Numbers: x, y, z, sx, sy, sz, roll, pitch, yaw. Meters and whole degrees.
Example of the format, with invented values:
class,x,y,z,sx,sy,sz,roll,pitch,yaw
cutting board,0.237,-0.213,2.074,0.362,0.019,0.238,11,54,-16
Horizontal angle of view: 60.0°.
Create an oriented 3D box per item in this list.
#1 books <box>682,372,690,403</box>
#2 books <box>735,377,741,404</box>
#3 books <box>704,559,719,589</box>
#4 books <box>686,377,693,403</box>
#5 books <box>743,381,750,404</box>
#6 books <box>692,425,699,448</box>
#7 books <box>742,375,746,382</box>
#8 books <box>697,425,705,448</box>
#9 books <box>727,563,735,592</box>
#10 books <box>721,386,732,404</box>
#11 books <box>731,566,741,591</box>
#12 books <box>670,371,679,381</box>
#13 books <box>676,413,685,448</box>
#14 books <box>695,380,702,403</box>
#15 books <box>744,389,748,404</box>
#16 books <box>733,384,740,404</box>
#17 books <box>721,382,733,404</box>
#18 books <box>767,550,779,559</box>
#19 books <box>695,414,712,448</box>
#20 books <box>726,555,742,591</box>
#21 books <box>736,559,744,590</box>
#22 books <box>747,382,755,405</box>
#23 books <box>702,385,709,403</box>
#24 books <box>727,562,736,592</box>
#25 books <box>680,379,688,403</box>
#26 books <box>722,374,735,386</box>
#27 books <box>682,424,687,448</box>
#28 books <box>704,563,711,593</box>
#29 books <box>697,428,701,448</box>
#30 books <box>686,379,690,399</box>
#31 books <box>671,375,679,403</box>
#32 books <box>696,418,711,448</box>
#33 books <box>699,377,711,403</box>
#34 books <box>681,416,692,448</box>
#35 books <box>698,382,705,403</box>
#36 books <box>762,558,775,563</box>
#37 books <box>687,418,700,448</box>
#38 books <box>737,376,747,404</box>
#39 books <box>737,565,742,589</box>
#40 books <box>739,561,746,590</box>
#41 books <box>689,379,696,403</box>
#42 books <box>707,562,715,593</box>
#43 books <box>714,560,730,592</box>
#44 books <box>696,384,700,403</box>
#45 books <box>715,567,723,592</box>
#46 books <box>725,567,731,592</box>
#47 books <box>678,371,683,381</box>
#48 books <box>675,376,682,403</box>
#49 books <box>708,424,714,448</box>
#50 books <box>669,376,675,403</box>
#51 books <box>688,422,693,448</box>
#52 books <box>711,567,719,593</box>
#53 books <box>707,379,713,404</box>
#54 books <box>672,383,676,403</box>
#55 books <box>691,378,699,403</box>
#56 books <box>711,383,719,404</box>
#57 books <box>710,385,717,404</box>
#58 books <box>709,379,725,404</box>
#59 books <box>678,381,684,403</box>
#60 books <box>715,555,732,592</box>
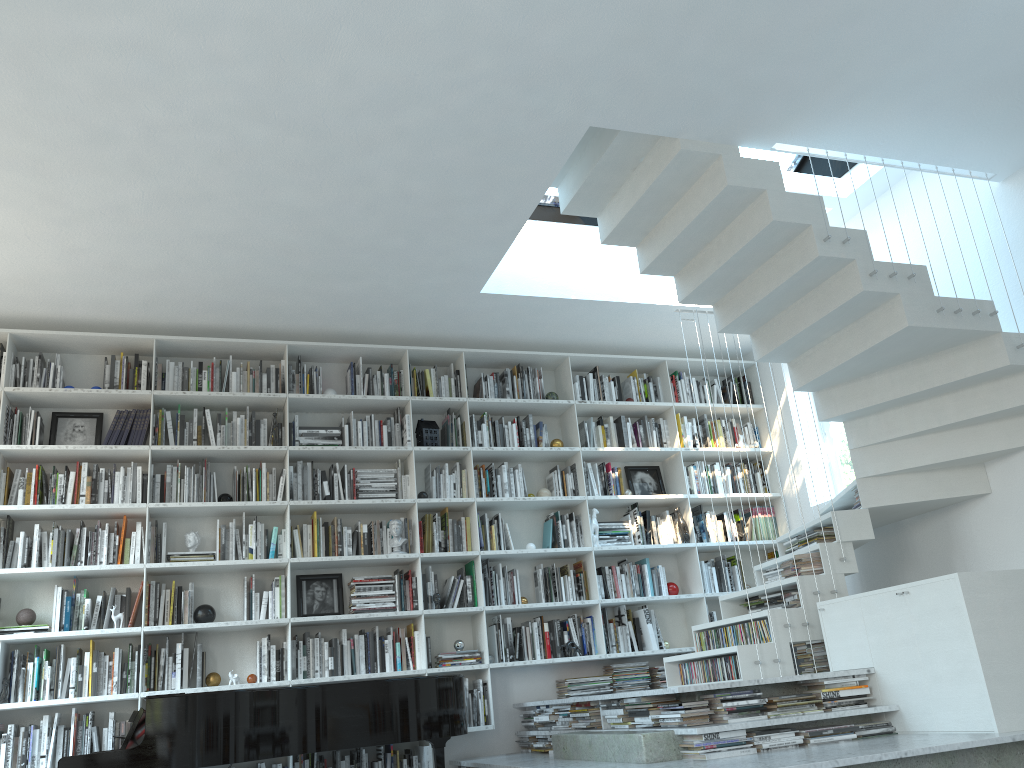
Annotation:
class,x,y,z,sx,sy,sz,roll,pitch,yaw
books,1.384,0.080,7.227,0.012,0.305,0.185,1,-21,-20
books,1.860,0.106,7.410,0.012,0.291,0.140,1,-21,-20
books,1.513,1.480,6.753,0.024,0.266,0.133,1,-21,-20
books,1.413,0.099,7.242,0.027,0.274,0.149,1,-21,-20
books,1.925,0.124,7.412,0.014,0.247,0.185,1,-21,-20
books,1.408,0.446,7.000,0.024,0.193,0.190,1,-21,-20
books,1.953,0.098,7.453,0.014,0.317,0.144,1,-21,-20
books,1.481,0.448,7.052,0.025,0.211,0.135,1,-21,-20
books,1.637,1.497,6.780,0.014,0.229,0.173,1,-21,-20
books,1.747,0.140,7.328,0.024,0.192,0.187,1,-21,-20
books,1.684,1.506,6.780,0.021,0.204,0.175,1,-21,-20
books,1.334,0.071,7.227,0.014,0.330,0.143,1,-21,-20
books,1.294,0.397,6.980,0.010,0.293,0.183,1,-21,-20
books,1.497,0.115,7.272,0.027,0.249,0.155,1,-21,-20
books,1.906,0.152,7.390,0.036,0.182,0.162,1,-21,-20
books,1.828,0.131,7.358,0.012,0.215,0.193,1,-21,-20
books,1.782,0.122,7.367,0.068,0.246,0.161,1,-21,-20
books,2.079,1.477,6.970,0.013,0.314,0.130,1,-21,-20
books,1.525,0.404,7.069,0.022,0.295,0.152,1,-21,-20
books,1.692,1.472,6.806,0.011,0.283,0.161,1,-21,-20
books,1.722,1.491,6.822,0.012,0.253,0.161,1,-21,-20
books,1.948,0.125,7.406,0.025,0.236,0.188,1,-21,-20
books,1.562,0.134,7.282,0.026,0.207,0.163,1,-21,-20
books,1.650,1.498,6.803,0.027,0.241,0.132,1,-21,-20
books,1.360,0.108,7.206,0.023,0.243,0.183,1,-21,-20
books,1.828,0.094,7.398,0.014,0.312,0.162,1,-21,-20
books,1.314,0.439,6.972,0.024,0.204,0.166,1,-21,-20
books,1.443,1.487,6.708,0.037,0.235,0.153,1,-21,-20
books,1.441,0.465,7.069,0.038,0.198,0.171,1,-21,-20
books,1.395,0.105,7.231,0.014,0.259,0.168,1,-21,-20
books,1.296,0.087,7.193,0.013,0.285,0.151,1,-21,-20
books,1.508,0.422,7.050,0.023,0.252,0.190,1,-21,-20
books,1.582,0.101,7.310,0.012,0.284,0.160,1,-21,-20
books,1.337,0.410,6.982,0.026,0.262,0.190,1,-21,-20
books,1.525,0.119,7.271,0.025,0.236,0.144,1,-21,-20
books,2.028,1.500,6.931,0.012,0.253,0.161,1,-21,-20
books,1.422,0.419,7.033,0.023,0.262,0.159,1,-21,-20
books,1.882,0.098,7.387,0.014,0.285,0.190,1,-21,-20
books,1.703,1.497,6.809,0.014,0.236,0.146,1,-21,-20
books,1.736,1.497,6.821,0.013,0.239,0.167,1,-21,-20
books,1.438,0.106,7.244,0.022,0.258,0.164,1,-21,-20
books,1.470,1.485,6.720,0.022,0.241,0.152,1,-21,-20
books,1.573,1.479,6.738,0.027,0.247,0.185,1,-21,-20
books,1.483,0.117,7.254,0.011,0.236,0.149,1,-21,-20
books,1.542,1.506,6.746,0.025,0.207,0.149,1,-21,-20
books,1.605,1.512,6.769,0.027,0.200,0.164,1,-21,-20
books,1.367,0.076,7.240,0.012,0.325,0.152,1,-21,-20
books,1.313,0.091,7.183,0.012,0.268,0.185,1,-21,-20
books,1.545,0.448,7.063,0.014,0.205,0.184,1,-21,-20
books,1.255,0.092,7.180,0.022,0.274,0.160,1,-21,-20
books,1.371,0.433,6.998,0.049,0.223,0.162,1,-21,-20
books,1.498,1.503,6.717,0.029,0.200,0.173,1,-21,-20
books,1.598,0.110,7.307,0.015,0.262,0.144,1,-21,-20
books,1.276,0.121,7.189,0.025,0.222,0.137,1,-21,-20
books,1.462,0.104,7.254,0.029,0.263,0.179,1,-21,-20
books,1.661,0.129,7.334,0.010,0.235,0.132,1,-21,-20
books,1.635,0.134,7.308,0.057,0.211,0.163,1,-21,-20
books,1.691,0.109,7.350,0.069,0.276,0.132,1,-21,-20
books,1.329,0.111,7.185,0.022,0.228,0.175,1,-21,-20
books,1.619,1.467,6.792,0.013,0.296,0.142,1,-21,-20
